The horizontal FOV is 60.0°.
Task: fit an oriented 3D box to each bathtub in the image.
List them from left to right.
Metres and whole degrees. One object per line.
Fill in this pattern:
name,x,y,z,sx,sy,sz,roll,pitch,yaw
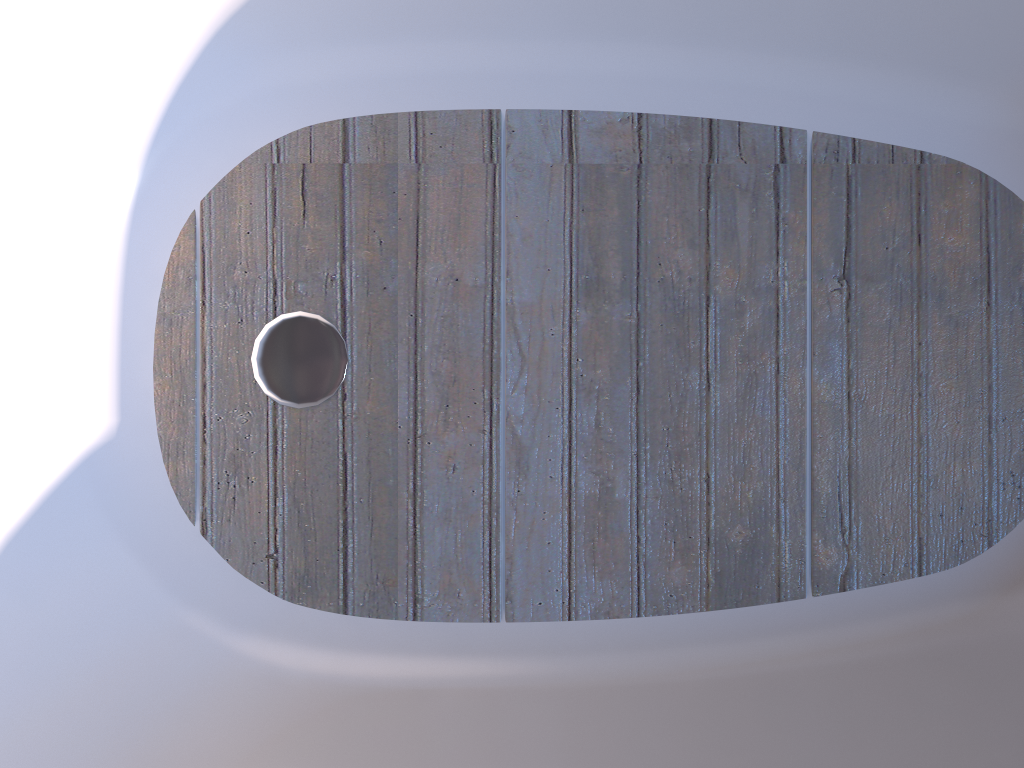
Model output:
bathtub,0.140,-0.001,0.586,1.935,1.109,1.460,22,90,0
